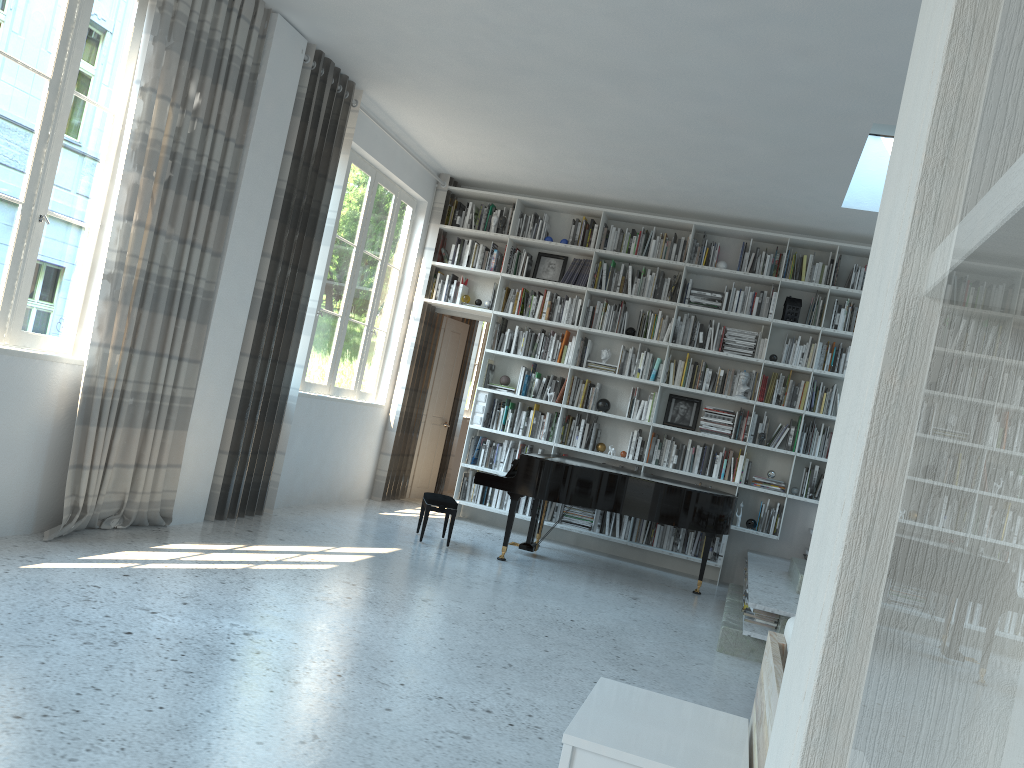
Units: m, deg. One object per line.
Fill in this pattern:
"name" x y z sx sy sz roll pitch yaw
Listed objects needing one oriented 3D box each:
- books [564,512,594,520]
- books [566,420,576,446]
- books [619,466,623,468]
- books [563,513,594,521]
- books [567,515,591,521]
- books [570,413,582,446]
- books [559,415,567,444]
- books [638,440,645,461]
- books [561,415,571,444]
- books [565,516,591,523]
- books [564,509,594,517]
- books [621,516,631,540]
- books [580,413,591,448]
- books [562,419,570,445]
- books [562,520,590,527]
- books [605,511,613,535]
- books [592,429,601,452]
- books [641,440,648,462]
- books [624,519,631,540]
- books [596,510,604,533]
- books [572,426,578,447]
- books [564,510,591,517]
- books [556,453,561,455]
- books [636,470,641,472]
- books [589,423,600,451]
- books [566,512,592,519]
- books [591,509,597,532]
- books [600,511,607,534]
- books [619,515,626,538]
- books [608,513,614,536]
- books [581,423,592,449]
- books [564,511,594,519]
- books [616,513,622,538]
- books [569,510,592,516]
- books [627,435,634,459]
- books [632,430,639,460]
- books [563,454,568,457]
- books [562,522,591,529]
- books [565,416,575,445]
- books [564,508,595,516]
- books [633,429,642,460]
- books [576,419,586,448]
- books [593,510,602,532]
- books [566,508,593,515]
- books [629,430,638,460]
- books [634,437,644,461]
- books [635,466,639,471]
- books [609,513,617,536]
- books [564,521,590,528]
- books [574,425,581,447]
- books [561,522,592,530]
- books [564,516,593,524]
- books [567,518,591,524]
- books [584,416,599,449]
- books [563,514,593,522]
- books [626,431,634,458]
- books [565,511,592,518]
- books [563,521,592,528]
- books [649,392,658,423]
"books" 0.634 1.230 8.280 0.285 0.007 0.159 12 -2 15
"books" 0.569 0.460 8.338 0.042 0.248 0.163 12 -1 15
"books" 0.983 0.903 8.220 0.025 0.294 0.134 12 -1 15
"books" 0.632 1.236 8.278 0.285 0.007 0.159 11 -2 16
"books" 0.630 1.243 8.277 0.254 0.007 0.161 11 -2 16
"books" 0.601 0.434 8.330 0.014 0.313 0.166 12 -1 15
"books" 0.497 0.432 8.372 0.013 0.275 0.147 12 -1 15
"books" 1.202 0.617 8.182 0.031 0.194 0.142 12 -1 15
"books" 0.507 0.430 8.360 0.013 0.283 0.146 12 -1 15
"books" 0.627 1.256 8.277 0.254 0.007 0.161 11 -2 16
"books" 0.636 1.202 8.279 0.285 0.005 0.159 12 -2 14
"books" 1.051 1.290 8.136 0.024 0.260 0.189 12 -1 15
"books" 0.691 0.440 8.330 0.013 0.339 0.138 12 -1 15
"books" 0.522 0.456 8.350 0.030 0.239 0.157 12 -1 15
"books" 0.616 1.296 8.270 0.285 0.007 0.159 12 -2 11
"books" 0.898 1.263 8.193 0.062 0.253 0.178 12 -1 15
"books" 0.791 0.525 8.286 0.023 0.212 0.160 12 -1 15
"books" 1.225 0.618 8.162 0.024 0.201 0.158 12 -1 15
"books" 1.070 1.335 8.145 0.024 0.180 0.171 12 -1 15
"books" 0.824 1.274 8.211 0.029 0.202 0.178 12 -1 15
"books" 0.608 0.495 8.329 0.024 0.196 0.157 12 -1 15
"books" 0.635 1.207 8.279 0.285 0.005 0.159 11 -2 16
"books" 0.409 0.790 8.371 0.012 0.285 0.159 12 -1 15
"books" 1.137 0.936 8.164 0.021 0.290 0.160 12 -1 15
"books" 0.769 0.495 8.278 0.027 0.261 0.163 12 -1 15
"books" 0.632 1.223 8.280 0.254 0.006 0.161 12 -2 15
"books" 0.780 1.238 8.223 0.012 0.254 0.161 12 -1 15
"books" 0.858 1.263 8.216 0.028 0.238 0.136 12 -1 15
"books" 1.036 1.288 8.172 0.025 0.259 0.133 12 -1 15
"books" 0.930 1.280 8.181 0.011 0.232 0.174 12 -1 15
"books" 0.698 0.491 8.316 0.028 0.241 0.135 12 -1 15
"books" 0.632 1.217 8.276 0.285 0.005 0.159 12 -2 13
"books" 0.988 1.269 8.172 0.073 0.275 0.181 12 -1 15
"books" 0.638 1.196 8.281 0.254 0.006 0.161 12 -2 15
"books" 1.107 0.582 8.206 0.015 0.225 0.148 12 -1 15
"books" 1.149 0.564 8.192 0.010 0.277 0.155 12 -1 15
"books" 0.475 0.802 8.349 0.013 0.288 0.161 12 -1 15
"books" 0.611 1.316 8.270 0.254 0.007 0.161 11 -2 19
"books" 0.544 0.443 8.338 0.012 0.272 0.181 12 -1 15
"books" 0.637 1.190 8.272 0.285 0.005 0.159 12 -2 11
"books" 1.160 0.560 8.186 0.014 0.291 0.132 12 -1 15
"books" 0.659 0.468 8.310 0.027 0.269 0.185 12 -1 15
"books" 0.805 1.238 8.232 0.031 0.265 0.144 12 -1 15
"books" 0.641 1.186 8.272 0.254 0.006 0.161 11 -2 19
"books" 1.127 0.563 8.184 0.027 0.269 0.159 12 -1 15
"books" 1.171 0.597 8.171 0.029 0.221 0.153 12 -1 15
"books" 1.121 0.917 8.159 0.013 0.320 0.173 12 -1 15
"books" 0.943 1.261 8.171 0.012 0.274 0.180 12 -1 15
"books" 0.616 1.303 8.277 0.254 0.007 0.161 11 -2 16
"books" 0.631 0.490 8.319 0.021 0.215 0.172 12 -1 15
"books" 0.612 1.324 8.279 0.285 0.007 0.159 12 -2 15
"books" 0.624 1.262 8.270 0.285 0.007 0.159 12 -2 11
"books" 0.623 1.269 8.271 0.254 0.007 0.161 12 -2 11
"books" 0.740 0.455 8.291 0.050 0.328 0.166 12 -1 15
"books" 0.626 1.249 8.268 0.285 0.007 0.159 12 -2 10
"books" 1.095 0.565 8.203 0.012 0.254 0.161 12 -1 15
"books" 0.634 1.212 8.278 0.254 0.006 0.161 12 -2 14
"books" 0.615 1.310 8.279 0.254 0.007 0.161 12 -2 15
"books" 1.309 0.221 8.156 0.021 0.281 0.162 12 -1 15
